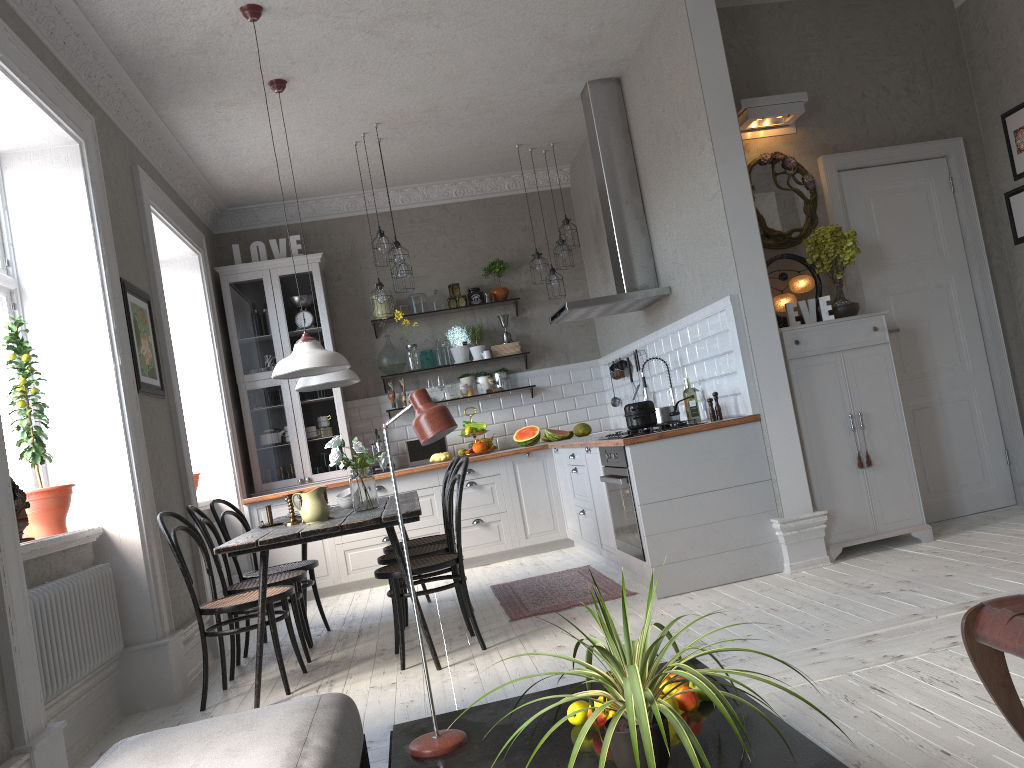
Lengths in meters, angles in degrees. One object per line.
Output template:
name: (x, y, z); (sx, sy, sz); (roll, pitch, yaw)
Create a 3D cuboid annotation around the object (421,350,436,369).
object: (-0.742, -0.210, 7.817); (0.126, 0.172, 0.125); (-10, -3, -5)

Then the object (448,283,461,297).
object: (-0.509, -0.827, 7.833); (0.084, 0.113, 0.081); (-9, -3, -28)

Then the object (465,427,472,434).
object: (-0.370, 0.396, 7.532); (0.059, 0.069, 0.079); (-11, -3, 11)

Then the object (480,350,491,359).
object: (-0.221, -0.256, 7.787); (0.104, 0.071, 0.063); (-11, -3, 21)

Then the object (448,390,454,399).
object: (-0.523, 0.097, 7.825); (0.077, 0.083, 0.078); (-11, -3, 9)

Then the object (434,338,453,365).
object: (-0.614, -0.274, 7.904); (0.132, 0.264, 0.131); (-10, -3, -3)

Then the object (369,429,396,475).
object: (-1.105, 0.562, 7.422); (0.207, 0.370, 0.351); (-10, -3, -8)

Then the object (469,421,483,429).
object: (-0.299, 0.358, 7.659); (0.179, 0.096, 0.089); (-11, -3, 11)

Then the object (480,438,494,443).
object: (-0.218, 0.490, 7.643); (0.128, 0.056, 0.059); (-9, -3, -17)

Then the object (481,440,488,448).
object: (-0.249, 0.519, 7.563); (0.088, 0.078, 0.089); (-11, -3, 18)

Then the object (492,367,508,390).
object: (-0.090, -0.038, 7.928); (0.160, 0.213, 0.152); (-10, -3, -11)

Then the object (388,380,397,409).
object: (-1.048, 0.097, 7.727); (0.054, 0.264, 0.060); (-8, -3, -37)

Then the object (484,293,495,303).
object: (-0.202, -0.759, 7.836); (0.094, 0.096, 0.074); (-10, -3, -8)

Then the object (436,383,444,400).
object: (-0.622, 0.045, 7.794); (0.083, 0.216, 0.080); (-9, -3, -23)

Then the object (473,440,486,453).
object: (-0.278, 0.531, 7.481); (0.115, 0.110, 0.109); (-8, -4, -41)

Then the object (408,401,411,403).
object: (-0.826, 0.133, 7.719); (0.180, 0.111, 0.094); (-8, -3, -31)

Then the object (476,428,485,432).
object: (-0.276, 0.408, 7.596); (0.077, 0.062, 0.098); (-8, -4, -35)

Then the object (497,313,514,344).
object: (-0.059, -0.497, 7.920); (0.133, 0.287, 0.128); (-9, -3, -24)

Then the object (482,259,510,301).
object: (-0.115, -0.924, 7.915); (0.258, 0.397, 0.244); (-11, -3, 16)

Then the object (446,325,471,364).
object: (-0.454, -0.352, 7.874); (0.243, 0.354, 0.236); (-11, -3, 9)

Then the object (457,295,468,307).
object: (-0.438, -0.725, 7.845); (0.083, 0.113, 0.083); (-10, -3, 1)

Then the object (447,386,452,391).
object: (-0.528, 0.064, 7.826); (0.077, 0.083, 0.078); (-11, -3, 9)

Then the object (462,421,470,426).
object: (-0.390, 0.338, 7.582); (0.074, 0.058, 0.050); (-8, -3, -32)

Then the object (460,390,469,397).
object: (-0.409, 0.087, 7.724); (0.078, 0.051, 0.076); (-9, -3, -16)

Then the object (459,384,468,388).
object: (-0.420, 0.028, 7.727); (0.078, 0.051, 0.076); (-9, -3, -23)

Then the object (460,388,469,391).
object: (-0.412, 0.070, 7.725); (0.078, 0.051, 0.076); (-9, -3, -16)

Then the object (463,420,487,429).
object: (-0.321, 0.347, 7.588); (0.211, 0.101, 0.067); (-10, -3, -3)

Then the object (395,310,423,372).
object: (-0.896, -0.380, 7.660); (0.194, 0.539, 0.277); (-9, -3, -16)

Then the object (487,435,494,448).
object: (-0.189, 0.491, 7.640); (0.060, 0.120, 0.127); (-11, -3, 16)

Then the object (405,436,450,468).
object: (-0.722, 0.574, 7.570); (0.354, 0.226, 0.087); (-10, -3, -10)

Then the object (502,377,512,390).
object: (-0.050, -0.002, 7.817); (0.078, 0.108, 0.077); (-9, -3, -15)

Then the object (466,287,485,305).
object: (-0.329, -0.772, 7.916); (0.143, 0.174, 0.141); (-10, -3, -9)

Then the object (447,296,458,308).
object: (-0.524, -0.710, 7.834); (0.083, 0.113, 0.082); (-10, -3, -9)

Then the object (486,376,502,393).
object: (-0.162, 0.002, 7.817); (0.121, 0.146, 0.098); (-8, -4, -41)

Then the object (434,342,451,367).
object: (-0.614, -0.254, 7.750); (0.123, 0.206, 0.126); (-11, -3, 14)

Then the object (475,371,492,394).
object: (-0.251, -0.013, 7.893); (0.171, 0.214, 0.149); (-11, -3, 21)

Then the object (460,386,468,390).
object: (-0.415, 0.053, 7.726); (0.076, 0.051, 0.078); (-11, -3, 10)

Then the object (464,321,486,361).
object: (-0.320, -0.390, 7.845); (0.166, 0.380, 0.188); (-13, -4, 42)

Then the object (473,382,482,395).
object: (-0.308, 0.044, 7.799); (0.078, 0.108, 0.077); (-9, -3, -15)

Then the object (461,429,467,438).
object: (-0.390, 0.420, 7.603); (0.097, 0.078, 0.099); (-9, -3, -22)

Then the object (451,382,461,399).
object: (-0.489, 0.059, 7.757); (0.080, 0.139, 0.077); (-8, -4, -36)

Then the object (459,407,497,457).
object: (-0.328, 0.407, 7.609); (0.357, 0.425, 0.346); (-9, -3, -23)

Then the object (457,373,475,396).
object: (-0.403, 0.008, 7.858); (0.159, 0.216, 0.153); (-9, -3, -29)

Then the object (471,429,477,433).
object: (-0.327, 0.413, 7.553); (0.064, 0.061, 0.066); (-10, -3, -9)

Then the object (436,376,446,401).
object: (-0.609, 0.038, 7.706); (0.083, 0.216, 0.080); (-9, -3, -23)

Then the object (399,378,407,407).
object: (-0.943, 0.078, 7.729); (0.052, 0.264, 0.062); (-12, -3, 28)

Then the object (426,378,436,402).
object: (-0.707, 0.060, 7.784); (0.083, 0.216, 0.080); (-9, -3, -23)

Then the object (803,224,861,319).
object: (1.875, -0.644, 5.101); (0.292, 0.553, 0.346); (-11, -3, 26)

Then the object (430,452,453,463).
object: (-0.591, 0.612, 7.383); (0.198, 0.083, 0.188); (-10, -3, -8)

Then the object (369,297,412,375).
object: (-1.084, -0.415, 7.678); (0.341, 0.674, 0.331); (-8, -4, -40)
